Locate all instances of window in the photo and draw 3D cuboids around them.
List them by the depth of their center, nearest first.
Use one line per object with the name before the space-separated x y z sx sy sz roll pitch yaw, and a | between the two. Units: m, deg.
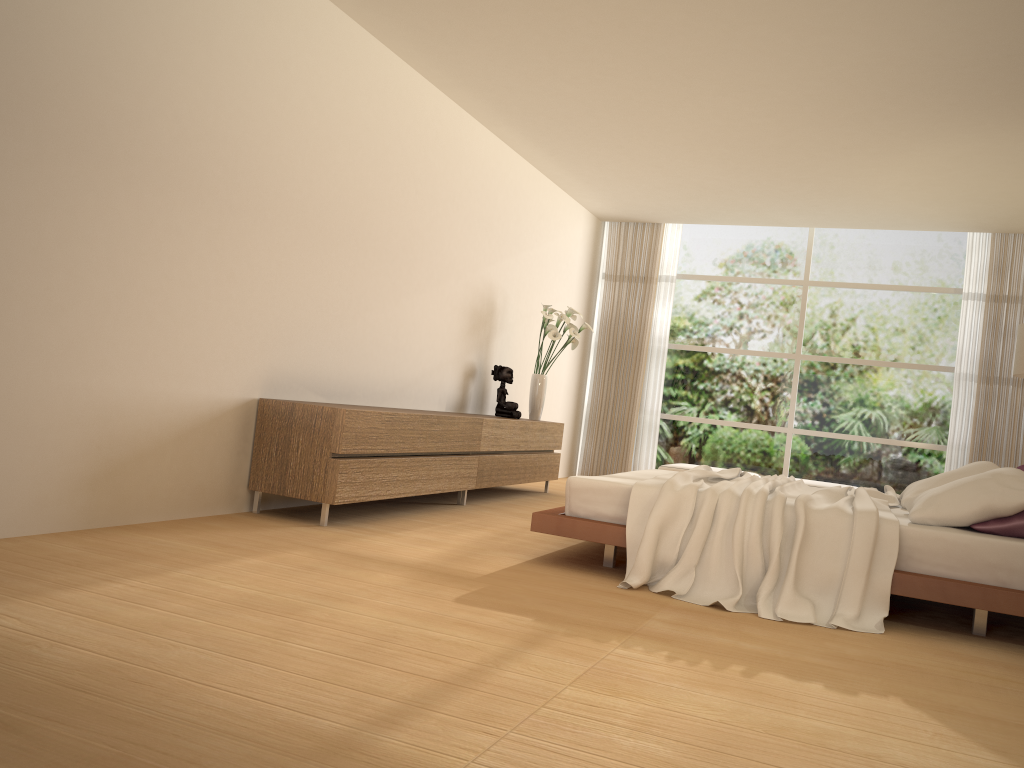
window | 3.250 -0.308 10.076 4.781 3.371 0.071 6 -1 22

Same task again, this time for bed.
bed | 1.654 0.816 4.999 2.535 0.570 2.599 6 -1 22

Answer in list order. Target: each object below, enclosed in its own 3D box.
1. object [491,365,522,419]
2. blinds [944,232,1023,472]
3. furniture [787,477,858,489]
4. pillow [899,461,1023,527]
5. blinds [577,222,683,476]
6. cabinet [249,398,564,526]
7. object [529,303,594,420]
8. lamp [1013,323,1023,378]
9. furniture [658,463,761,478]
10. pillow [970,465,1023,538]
object | -0.041 0.068 7.777 0.282 0.453 0.181 6 -1 22
blinds | 4.951 -0.124 9.034 0.814 3.351 0.202 6 -1 21
furniture | 3.049 1.169 9.011 0.965 0.346 0.964 6 -1 22
pillow | 2.406 0.571 4.752 0.561 0.339 1.720 6 -1 22
blinds | 1.403 -0.502 10.567 0.950 3.352 0.211 6 -1 21
cabinet | -0.518 0.553 6.692 0.588 0.662 3.713 6 -1 22
object | 0.406 -0.193 8.146 0.515 1.085 0.608 7 -1 -20
lamp | 4.464 0.455 7.211 0.817 2.018 0.817 7 -1 -25
furniture | 2.097 1.067 9.407 0.965 0.346 0.964 6 -1 22
pillow | 2.659 0.583 4.656 0.575 0.369 1.683 6 -1 22
